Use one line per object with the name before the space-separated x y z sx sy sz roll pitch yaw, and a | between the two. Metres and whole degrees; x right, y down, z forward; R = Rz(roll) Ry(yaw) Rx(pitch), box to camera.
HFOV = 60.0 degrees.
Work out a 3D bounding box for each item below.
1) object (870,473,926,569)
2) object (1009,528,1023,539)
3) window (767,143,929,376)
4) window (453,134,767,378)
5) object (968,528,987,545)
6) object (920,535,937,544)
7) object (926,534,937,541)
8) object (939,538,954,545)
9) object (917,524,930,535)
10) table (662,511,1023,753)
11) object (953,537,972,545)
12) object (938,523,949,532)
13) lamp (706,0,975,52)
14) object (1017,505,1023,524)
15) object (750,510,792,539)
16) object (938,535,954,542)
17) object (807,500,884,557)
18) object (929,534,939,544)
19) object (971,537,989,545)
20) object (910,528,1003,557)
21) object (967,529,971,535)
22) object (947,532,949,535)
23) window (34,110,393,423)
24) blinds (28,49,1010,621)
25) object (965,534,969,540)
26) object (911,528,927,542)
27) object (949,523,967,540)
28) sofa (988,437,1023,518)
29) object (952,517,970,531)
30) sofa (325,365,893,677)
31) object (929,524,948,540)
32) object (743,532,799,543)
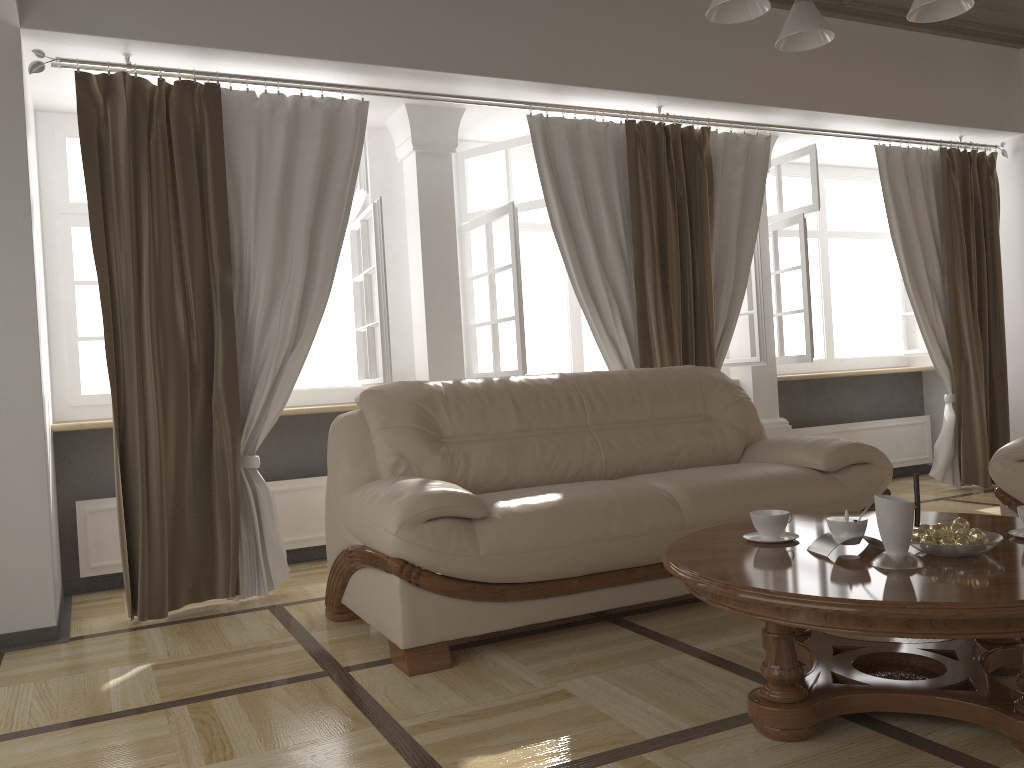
object | 0.896 0.316 2.075 0.119 0.210 0.119 -3 0 42
object | 1.362 0.388 2.279 0.150 0.010 0.150 -4 0 -36
window | 2.369 -0.839 6.117 1.653 1.500 0.782 -3 0 -26
window | 0.575 -0.730 5.264 1.759 1.500 0.784 -3 0 -27
object | 1.089 0.358 2.077 0.038 0.042 0.038 -3 0 -18
object | 1.006 0.385 2.143 0.037 0.040 0.041 -3 0 -13
object | 1.023 0.390 2.178 0.038 0.040 0.040 -3 0 25
object | 1.044 0.389 2.127 0.038 0.040 0.039 -4 0 -35
object | 1.044 0.373 2.242 0.040 0.040 0.038 -3 0 43
table | 0.989 0.612 2.281 1.169 0.392 1.167 -4 0 -30
object | 1.065 0.382 2.097 0.039 0.039 0.041 -3 0 42
object | 1.083 0.371 2.243 0.039 0.039 0.041 -3 0 23
lamp | 0.884 -1.544 2.286 0.713 1.094 0.741 -3 0 -26
object | 1.361 0.353 2.274 0.105 0.071 0.114 -3 0 -11
object | 0.717 0.391 2.458 0.105 0.071 0.114 -3 0 24
object | 1.063 0.389 2.165 0.039 0.038 0.041 -3 0 16
object | 0.854 0.357 2.256 0.178 0.133 0.104 -3 0 -11
object | 1.055 0.389 2.206 0.040 0.037 0.040 -3 0 0
object | 1.110 0.377 2.104 0.041 0.041 0.038 -4 0 -41
object | 1.071 0.391 2.165 0.227 0.039 0.227 -3 0 -1
object | 1.135 0.378 2.195 0.039 0.039 0.040 -3 0 -15
object | 1.096 0.386 2.209 0.040 0.038 0.039 -3 0 -1
window | -1.383 -0.610 4.304 1.600 1.500 0.781 -3 0 -26
blinds | 0.775 -0.342 4.699 5.765 2.294 0.285 -3 0 -26
object | 1.104 0.386 2.169 0.039 0.039 0.040 -4 0 -36
object | 1.016 0.379 2.215 0.041 0.038 0.039 -3 0 18
object | 1.066 0.354 2.123 0.037 0.041 0.040 -3 0 -3
sofa | 2.567 0.261 3.065 1.052 0.900 1.318 -3 0 -26
object | 1.107 0.351 2.189 0.038 0.044 0.038 -3 0 -19
sofa | 0.371 0.390 3.557 2.135 0.900 1.051 -3 0 -26
object | 1.035 0.360 2.156 0.040 0.039 0.038 -4 0 -41
object | 0.717 0.426 2.454 0.150 0.010 0.150 -4 0 -40
